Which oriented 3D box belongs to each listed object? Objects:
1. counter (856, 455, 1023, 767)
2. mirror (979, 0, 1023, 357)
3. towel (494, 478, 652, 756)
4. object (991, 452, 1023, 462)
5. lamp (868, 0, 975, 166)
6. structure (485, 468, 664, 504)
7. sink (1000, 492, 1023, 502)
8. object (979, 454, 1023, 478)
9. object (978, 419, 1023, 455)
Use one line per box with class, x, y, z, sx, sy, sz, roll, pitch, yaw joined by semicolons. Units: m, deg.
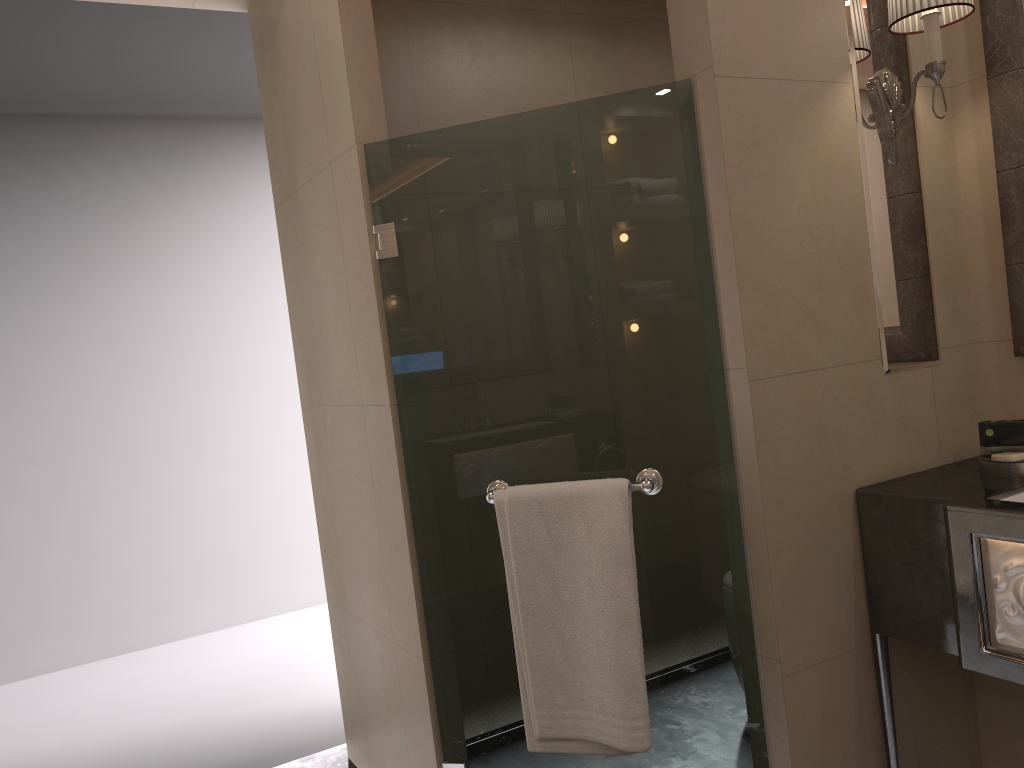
counter;1.337;0.621;1.553;0.543;0.858;1.330;-8;3;-28
mirror;1.399;-0.731;1.611;0.041;1.321;1.131;-8;3;-28
towel;0.155;0.530;2.019;0.313;0.629;0.154;-6;3;28
object;1.100;0.162;1.961;0.051;0.022;0.077;-7;2;-9
lamp;0.924;-0.738;1.987;0.174;0.444;0.223;-8;3;-28
structure;0.130;0.239;1.999;0.415;0.061;0.074;-6;3;16
sink;1.273;0.278;1.526;0.349;0.135;0.760;-8;3;-28
object;1.101;0.182;1.980;0.080;0.035;0.133;-8;2;-10
object;1.155;0.137;2.058;0.124;0.104;0.038;-5;3;36
